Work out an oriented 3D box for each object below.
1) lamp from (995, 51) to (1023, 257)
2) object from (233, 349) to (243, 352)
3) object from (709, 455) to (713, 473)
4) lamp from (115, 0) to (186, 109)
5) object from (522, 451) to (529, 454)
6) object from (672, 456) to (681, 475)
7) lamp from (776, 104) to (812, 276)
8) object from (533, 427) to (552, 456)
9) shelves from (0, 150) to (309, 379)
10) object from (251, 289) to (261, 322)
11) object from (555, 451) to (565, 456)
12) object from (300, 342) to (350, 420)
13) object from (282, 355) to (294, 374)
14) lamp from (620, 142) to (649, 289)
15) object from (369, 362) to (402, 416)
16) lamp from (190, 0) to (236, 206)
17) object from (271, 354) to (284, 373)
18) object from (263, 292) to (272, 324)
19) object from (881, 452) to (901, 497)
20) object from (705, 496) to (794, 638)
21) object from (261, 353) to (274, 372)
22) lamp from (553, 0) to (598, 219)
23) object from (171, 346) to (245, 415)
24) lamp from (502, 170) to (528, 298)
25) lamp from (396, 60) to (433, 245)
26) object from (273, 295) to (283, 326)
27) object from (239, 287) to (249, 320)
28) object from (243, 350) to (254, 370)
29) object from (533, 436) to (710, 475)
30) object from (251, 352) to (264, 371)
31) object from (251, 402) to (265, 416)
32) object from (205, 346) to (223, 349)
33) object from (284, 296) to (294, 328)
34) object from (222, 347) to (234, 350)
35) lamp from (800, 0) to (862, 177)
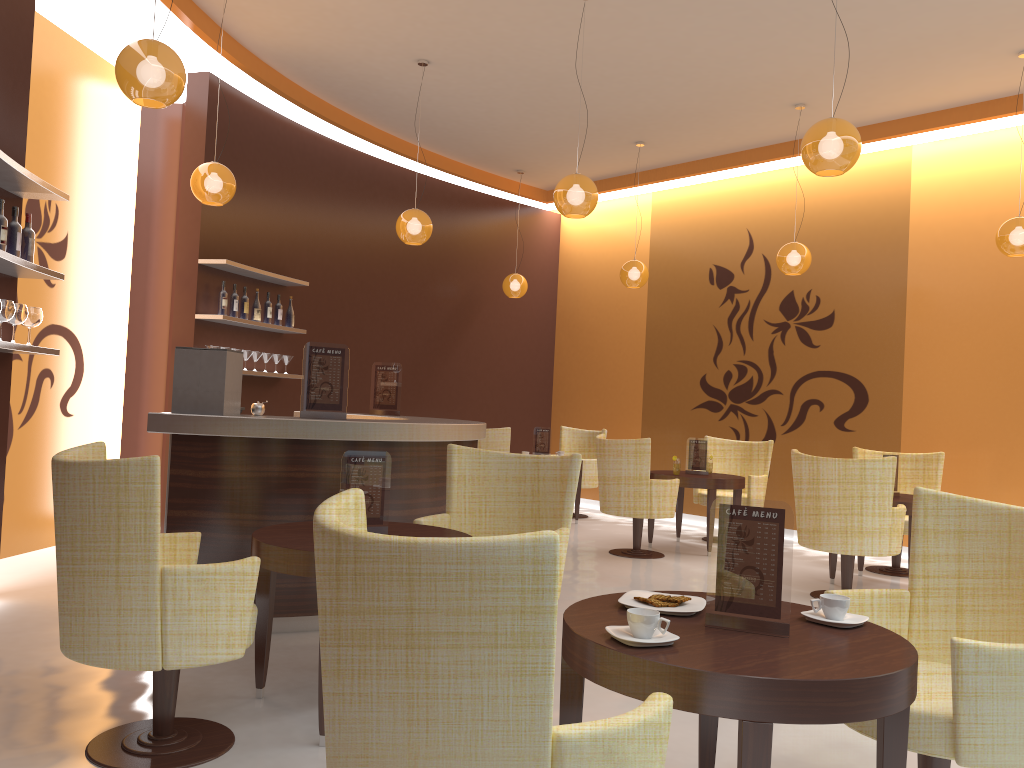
[{"bbox_3d":[3.729,-1.684,6.490,0.299,1.500,0.299,4,-2,-43],"label":"lamp"},{"bbox_3d":[-2.338,-0.206,7.479,0.137,0.174,0.137,2,-2,22],"label":"object"},{"bbox_3d":[1.871,0.761,8.403,0.067,0.171,0.072,3,-1,5],"label":"object"},{"bbox_3d":[-1.598,-2.012,4.017,0.299,1.500,0.299,2,-2,26],"label":"lamp"},{"bbox_3d":[0.139,0.742,9.263,0.153,0.069,0.153,3,-2,-16],"label":"object"},{"bbox_3d":[1.478,0.730,7.952,0.067,0.171,0.072,2,-2,30],"label":"object"},{"bbox_3d":[2.508,-1.712,7.813,0.299,1.500,0.299,3,-2,-17],"label":"lamp"},{"bbox_3d":[0.326,0.630,9.546,0.209,0.335,0.042,3,-2,-20],"label":"object"},{"bbox_3d":[-2.376,-0.575,5.974,0.586,0.902,4.744,3,-1,4],"label":"shelves"},{"bbox_3d":[-2.233,-0.681,7.749,0.086,0.303,0.086,2,-2,31],"label":"object"},{"bbox_3d":[0.539,0.774,9.732,0.153,0.069,0.153,2,-2,31],"label":"object"},{"bbox_3d":[-1.014,-0.017,4.817,0.258,0.414,0.052,4,-2,-29],"label":"object"},{"bbox_3d":[-2.088,-0.173,8.203,0.137,0.174,0.137,2,-2,22],"label":"object"},{"bbox_3d":[1.287,-1.739,9.135,0.299,1.500,0.299,3,-1,0],"label":"lamp"},{"bbox_3d":[-0.986,0.038,6.940,0.258,0.414,0.052,2,-1,16],"label":"object"},{"bbox_3d":[-2.012,-1.981,6.085,0.299,1.500,0.299,4,-2,-25],"label":"lamp"},{"bbox_3d":[-2.142,-0.180,8.057,0.137,0.174,0.137,3,-2,-18],"label":"object"},{"bbox_3d":[-2.175,-0.669,7.897,0.073,0.297,0.073,3,-1,-5],"label":"object"},{"bbox_3d":[2.874,0.687,6.739,0.209,0.335,0.042,4,-2,-25],"label":"object"},{"bbox_3d":[0.606,0.461,2.265,0.209,0.335,0.042,2,-2,22],"label":"object"},{"bbox_3d":[-2.197,-0.186,7.910,0.137,0.174,0.137,2,-2,22],"label":"object"},{"bbox_3d":[0.455,-1.862,5.915,0.299,1.500,0.299,2,-2,25],"label":"lamp"},{"bbox_3d":[-1.587,-0.011,4.706,0.270,0.340,0.373,3,-1,2],"label":"object"},{"bbox_3d":[0.067,-1.767,10.458,0.299,1.500,0.299,4,-2,-43],"label":"lamp"},{"bbox_3d":[-0.766,-1.890,7.237,0.299,1.500,0.299,4,-2,-25],"label":"lamp"},{"bbox_3d":[-2.121,-0.663,8.046,0.073,0.297,0.073,3,-1,-5],"label":"object"},{"bbox_3d":[-2.284,-0.683,7.569,0.073,0.297,0.073,1,-2,45],"label":"object"},{"bbox_3d":[-2.290,-0.198,7.625,0.137,0.174,0.137,2,-2,22],"label":"object"},{"bbox_3d":[1.048,0.649,8.858,2.090,0.335,0.187,1,-2,44],"label":"object"},{"bbox_3d":[-2.248,-0.192,7.766,0.137,0.174,0.137,2,-2,22],"label":"object"},{"bbox_3d":[-1.392,0.134,4.860,0.075,0.077,0.075,2,-1,16],"label":"object"},{"bbox_3d":[-2.418,-0.217,7.179,0.137,0.174,0.137,3,-1,12],"label":"object"},{"bbox_3d":[-2.056,-0.660,8.210,0.086,0.303,0.086,4,-2,-28],"label":"object"},{"bbox_3d":[-2.378,-0.211,7.329,0.137,0.174,0.137,3,-1,12],"label":"object"},{"bbox_3d":[1.676,-1.834,4.592,0.299,1.500,0.299,4,-2,-32],"label":"lamp"}]
